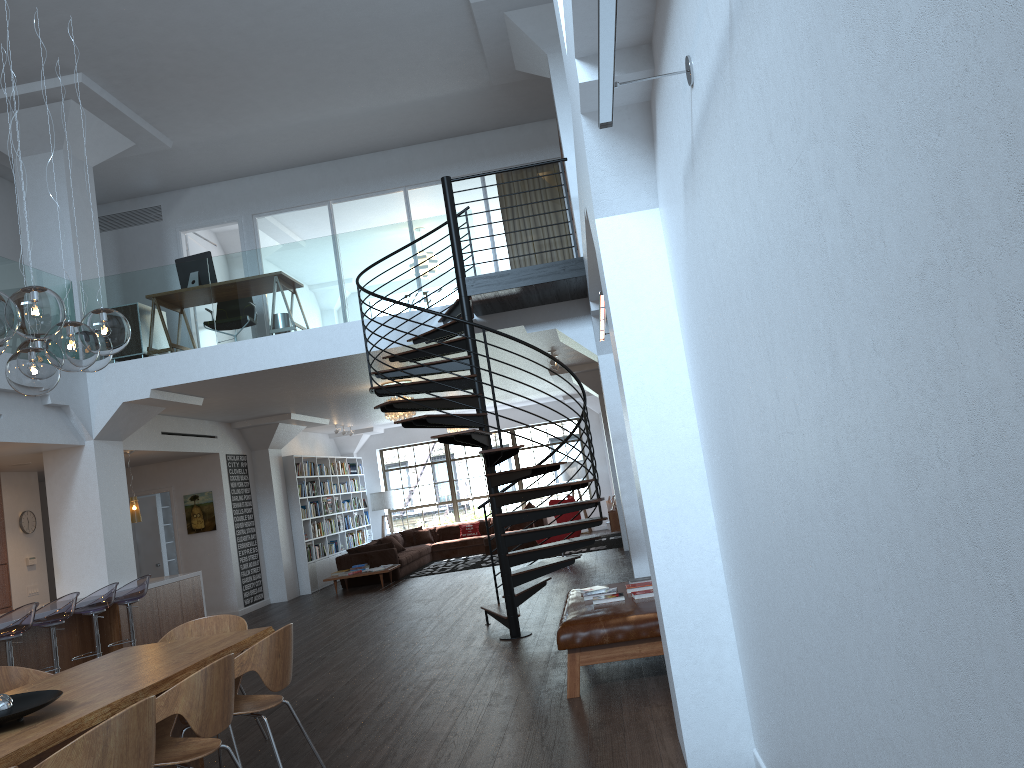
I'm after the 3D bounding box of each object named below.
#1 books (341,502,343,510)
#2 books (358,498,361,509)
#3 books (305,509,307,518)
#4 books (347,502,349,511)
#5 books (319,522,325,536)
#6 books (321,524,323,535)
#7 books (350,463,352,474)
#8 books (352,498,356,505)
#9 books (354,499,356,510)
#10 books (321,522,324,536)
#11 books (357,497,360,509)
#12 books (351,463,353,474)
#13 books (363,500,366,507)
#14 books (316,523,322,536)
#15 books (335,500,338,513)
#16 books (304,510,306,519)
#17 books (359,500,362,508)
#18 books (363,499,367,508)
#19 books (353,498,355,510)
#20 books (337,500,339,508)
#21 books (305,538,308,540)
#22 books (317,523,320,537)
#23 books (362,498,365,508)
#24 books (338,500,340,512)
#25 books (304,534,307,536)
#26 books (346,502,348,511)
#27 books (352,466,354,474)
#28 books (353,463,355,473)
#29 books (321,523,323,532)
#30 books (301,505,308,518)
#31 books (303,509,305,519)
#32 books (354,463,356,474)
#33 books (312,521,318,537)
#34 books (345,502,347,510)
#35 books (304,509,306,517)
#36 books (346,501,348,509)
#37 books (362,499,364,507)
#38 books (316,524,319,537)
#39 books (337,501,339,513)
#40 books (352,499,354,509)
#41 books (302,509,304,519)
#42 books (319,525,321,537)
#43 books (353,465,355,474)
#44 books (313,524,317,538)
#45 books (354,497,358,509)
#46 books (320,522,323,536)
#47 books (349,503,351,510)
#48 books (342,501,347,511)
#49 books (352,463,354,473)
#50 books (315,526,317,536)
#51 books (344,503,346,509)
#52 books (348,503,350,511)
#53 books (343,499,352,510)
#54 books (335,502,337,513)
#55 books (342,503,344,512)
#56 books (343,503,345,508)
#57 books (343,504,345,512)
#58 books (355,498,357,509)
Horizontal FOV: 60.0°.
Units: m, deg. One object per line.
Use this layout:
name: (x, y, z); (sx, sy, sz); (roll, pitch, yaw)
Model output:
books: (-3.513, 2.508, 18.015); (0.127, 0.200, 0.020); (-9, -6, 5)
books: (-3.401, 2.611, 19.304); (0.174, 0.236, 0.142); (-9, -6, 4)
books: (-3.714, 2.318, 15.777); (0.106, 0.162, 0.032); (-9, -6, 5)
books: (-3.467, 2.554, 18.412); (0.128, 0.178, 0.021); (-9, -6, 5)
books: (-3.607, 2.720, 16.589); (0.183, 0.253, 0.034); (-9, -6, 5)
books: (-3.621, 2.712, 16.487); (0.183, 0.253, 0.034); (-9, -6, 5)
books: (-3.554, 1.839, 19.101); (0.183, 0.253, 0.042); (-9, -6, 5)
books: (-3.438, 2.572, 18.979); (0.183, 0.253, 0.042); (-9, -6, 5)
books: (-3.425, 2.582, 18.940); (0.161, 0.223, 0.032); (-9, -6, 5)
books: (-3.612, 2.720, 16.560); (0.160, 0.250, 0.026); (-9, -6, 5)
books: (-3.410, 2.594, 19.216); (0.183, 0.253, 0.042); (-9, -6, 5)
books: (-3.547, 1.848, 19.187); (0.183, 0.253, 0.042); (-9, -6, 5)
books: (-3.362, 2.659, 19.683); (0.167, 0.210, 0.162); (-9, -6, 5)
books: (-3.627, 2.706, 16.421); (0.183, 0.253, 0.034); (-9, -6, 5)
books: (-3.560, 2.448, 17.639); (0.174, 0.251, 0.051); (-9, -6, 5)
books: (-3.723, 2.319, 15.732); (0.110, 0.153, 0.018); (-9, -6, 5)
books: (-3.385, 2.629, 19.358); (0.161, 0.207, 0.135); (-9, -6, 4)
books: (-3.345, 2.663, 19.772); (0.182, 0.215, 0.188); (-9, -6, 5)
books: (-3.438, 2.567, 18.866); (0.174, 0.240, 0.054); (-9, -6, 5)
books: (-3.560, 2.461, 17.744); (0.183, 0.253, 0.039); (-9, -6, 5)
books: (-3.714, 2.745, 15.617); (0.197, 0.035, 0.284); (-8, -6, -5)
books: (-3.633, 2.701, 16.339); (0.171, 0.246, 0.057); (-9, -6, 5)
books: (-3.361, 2.647, 19.619); (0.161, 0.218, 0.101); (-9, -6, 5)
books: (-3.549, 2.468, 17.811); (0.171, 0.246, 0.036); (-9, -6, 5)
books: (-3.727, 2.679, 15.619); (0.174, 0.032, 0.254); (-9, -6, 0)
books: (-3.480, 2.539, 18.338); (0.136, 0.196, 0.045); (-9, -6, 5)
books: (-3.541, 1.851, 19.231); (0.183, 0.253, 0.042); (-9, -6, 5)
books: (-3.524, 1.863, 19.360); (0.183, 0.253, 0.042); (-9, -6, 5)
books: (-3.623, 2.723, 16.526); (0.174, 0.240, 0.045); (-9, -6, 5)
books: (-3.730, 2.292, 15.841); (0.140, 0.231, 0.042); (-9, -6, 5)
books: (-3.732, 2.307, 15.697); (0.109, 0.171, 0.018); (-9, -6, 5)
books: (-3.519, 1.866, 19.403); (0.183, 0.253, 0.042); (-9, -6, 5)
books: (-3.654, 2.669, 16.217); (0.176, 0.290, 0.053); (-9, -6, 5)
books: (-3.480, 2.537, 18.297); (0.139, 0.191, 0.036); (-9, -6, 5)
books: (-3.723, 2.315, 15.752); (0.120, 0.167, 0.020); (-9, -6, 5)
books: (-3.478, 2.541, 18.371); (0.127, 0.200, 0.020); (-9, -6, 5)
books: (-3.363, 2.641, 19.585); (0.161, 0.222, 0.084); (-9, -6, 5)
books: (-3.659, 2.704, 16.290); (0.174, 0.240, 0.045); (-9, -6, 5)
books: (-3.547, 2.469, 17.707); (0.161, 0.223, 0.030); (-9, -6, 5)
books: (-3.442, 2.572, 18.822); (0.161, 0.223, 0.032); (-9, -6, 5)
books: (-3.743, 2.298, 15.627); (0.128, 0.178, 0.021); (-9, -6, 5)
books: (-3.632, 2.714, 16.386); (0.168, 0.231, 0.037); (-9, -6, 5)
books: (-3.534, 1.860, 19.317); (0.183, 0.253, 0.042); (-9, -6, 5)
books: (-3.656, 2.683, 16.132); (0.171, 0.246, 0.057); (-9, -6, 5)
books: (-3.425, 2.584, 19.131); (0.180, 0.259, 0.042); (-9, -6, 5)
books: (-3.620, 2.708, 16.454); (0.183, 0.253, 0.034); (-9, -6, 5)
books: (-3.438, 2.574, 18.562); (0.106, 0.162, 0.032); (-9, -6, 5)
books: (-3.490, 2.527, 18.258); (0.140, 0.206, 0.042); (-9, -6, 5)
books: (-3.532, 1.855, 19.273); (0.183, 0.253, 0.042); (-9, -6, 5)
books: (-3.650, 2.698, 16.173); (0.161, 0.223, 0.027); (-9, -6, 5)
books: (-3.472, 2.540, 18.221); (0.107, 0.167, 0.016); (-9, -6, 5)
books: (-3.447, 2.573, 18.498); (0.110, 0.153, 0.019); (-9, -6, 5)
books: (-3.454, 2.548, 18.625); (0.140, 0.231, 0.042); (-9, -6, 5)
books: (-3.563, 2.459, 17.597); (0.161, 0.223, 0.030); (-9, -6, 5)
books: (-3.503, 2.521, 18.053); (0.128, 0.178, 0.020); (-9, -6, 5)
books: (-3.483, 2.537, 18.172); (0.120, 0.167, 0.019); (-9, -6, 5)
books: (-3.483, 2.540, 18.136); (0.110, 0.153, 0.018); (-9, -6, 5)
books: (-3.426, 2.582, 19.051); (0.171, 0.246, 0.039); (-9, -6, 5)
